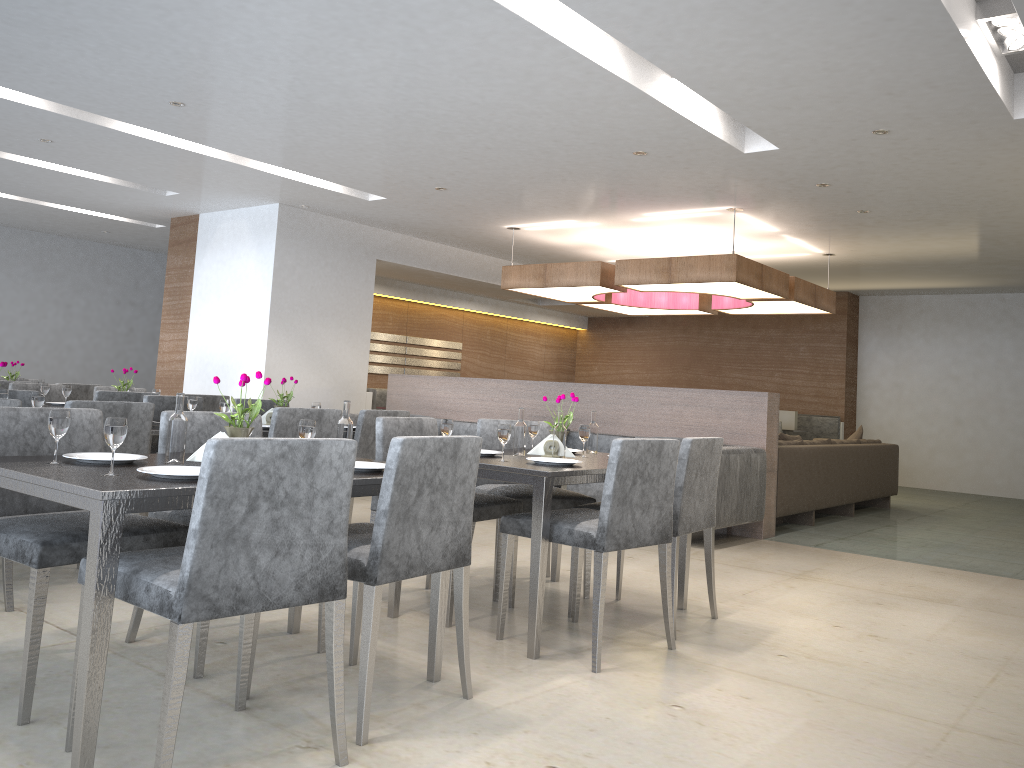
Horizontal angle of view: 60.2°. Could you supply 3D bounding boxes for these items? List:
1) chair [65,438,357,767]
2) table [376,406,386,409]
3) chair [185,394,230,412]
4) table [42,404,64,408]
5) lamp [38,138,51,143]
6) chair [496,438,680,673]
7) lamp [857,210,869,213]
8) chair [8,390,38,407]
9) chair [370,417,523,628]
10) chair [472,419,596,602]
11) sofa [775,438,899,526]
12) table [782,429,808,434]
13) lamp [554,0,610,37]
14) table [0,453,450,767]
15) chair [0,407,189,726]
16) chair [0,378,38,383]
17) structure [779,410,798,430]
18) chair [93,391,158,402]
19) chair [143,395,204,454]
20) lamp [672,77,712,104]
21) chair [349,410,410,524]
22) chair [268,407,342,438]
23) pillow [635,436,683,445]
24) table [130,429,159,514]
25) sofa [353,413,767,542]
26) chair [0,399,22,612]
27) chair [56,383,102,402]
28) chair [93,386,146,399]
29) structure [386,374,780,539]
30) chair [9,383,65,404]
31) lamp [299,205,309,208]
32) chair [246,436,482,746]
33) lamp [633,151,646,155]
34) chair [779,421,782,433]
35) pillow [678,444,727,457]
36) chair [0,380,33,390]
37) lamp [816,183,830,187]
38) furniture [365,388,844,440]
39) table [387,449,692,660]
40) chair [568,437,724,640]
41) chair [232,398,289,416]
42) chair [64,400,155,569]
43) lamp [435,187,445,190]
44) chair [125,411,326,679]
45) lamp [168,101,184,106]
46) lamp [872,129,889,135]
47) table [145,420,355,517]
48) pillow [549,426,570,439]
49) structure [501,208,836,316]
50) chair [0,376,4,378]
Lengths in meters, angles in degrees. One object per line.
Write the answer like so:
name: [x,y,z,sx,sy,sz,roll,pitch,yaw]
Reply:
chair: [-0.690,0.494,2.097,0.492,0.767,0.474,0,-5,43]
table: [-1.222,0.597,9.860,0.506,0.659,0.503,1,-4,38]
chair: [-2.219,0.441,5.886,0.492,0.767,0.474,1,-5,33]
table: [-2.627,0.478,5.867,0.777,0.638,1.183,2,-2,38]
lamp: [-3.370,-1.755,6.373,0.089,0.007,0.088,4,-1,-7]
chair: [0.293,0.566,3.244,0.492,0.767,0.474,0,-5,43]
lamp: [2.792,-1.370,7.023,0.089,0.007,0.088,4,-1,-7]
chair: [-2.333,0.414,4.068,0.492,0.767,0.474,0,-5,43]
chair: [-0.289,0.535,3.678,0.492,0.767,0.474,1,-5,33]
chair: [0.070,0.562,4.121,0.476,0.767,0.490,5,-4,-22]
sofa: [1.389,0.736,8.676,3.768,0.679,3.163,3,-1,38]
table: [3.374,0.893,11.115,0.506,0.659,0.503,1,-4,38]
lamp: [0.416,-1.752,4.096,0.226,0.102,0.485,2,-1,38]
table: [-0.819,0.553,2.526,0.777,0.638,1.183,2,-2,38]
chair: [-1.264,0.463,2.538,0.492,0.767,0.474,1,-5,33]
chair: [-4.074,0.343,7.357,0.492,0.767,0.474,0,-5,43]
structure: [2.550,0.405,11.744,2.490,0.233,0.094,3,-4,38]
chair: [-2.498,0.419,5.438,0.492,0.767,0.474,0,-5,43]
chair: [-1.741,0.459,4.833,0.492,0.767,0.474,1,-5,33]
lamp: [1.118,-1.700,4.988,0.226,0.102,0.485,2,-1,38]
chair: [-0.888,0.511,4.839,0.492,0.767,0.474,1,-5,33]
chair: [-1.167,0.489,4.392,0.492,0.767,0.474,0,-5,43]
pillow: [1.125,0.537,6.285,0.638,0.322,0.180,2,-4,38]
table: [-2.230,0.479,3.635,0.777,0.638,1.183,2,-2,38]
sofa: [0.006,0.657,6.928,3.800,0.632,0.831,3,-2,38]
chair: [-2.101,0.419,3.206,0.492,0.767,0.474,0,-5,43]
chair: [-3.564,0.370,6.943,0.492,0.767,0.474,1,-5,33]
chair: [-2.730,0.414,6.300,0.492,0.767,0.474,0,-5,43]
structure: [0.335,0.488,7.356,3.775,1.014,0.222,3,-4,38]
chair: [-3.072,0.388,5.879,0.492,0.767,0.474,1,-5,33]
lamp: [-1.932,-1.647,8.199,0.089,0.007,0.088,4,-1,-7]
chair: [-0.411,0.516,2.544,0.492,0.767,0.474,1,-5,33]
lamp: [0.831,-1.504,5.763,0.089,0.007,0.088,4,-1,-7]
chair: [3.189,0.826,10.871,0.477,0.767,0.489,1,-5,35]
pillow: [1.247,0.540,5.891,0.151,0.326,0.571,0,-3,38]
chair: [-3.842,0.348,6.495,0.492,0.767,0.474,0,-5,43]
lamp: [2.210,-1.414,6.284,0.089,0.007,0.088,4,-1,-7]
furniture: [0.902,0.635,10.608,4.259,0.858,5.619,3,-1,38]
table: [0.164,0.626,3.673,0.777,0.638,1.183,2,-2,38]
chair: [0.572,0.588,3.691,0.492,0.767,0.474,1,-5,33]
chair: [-1.399,0.484,5.254,0.492,0.767,0.474,0,-5,43]
chair: [-1.822,0.441,3.653,0.492,0.767,0.474,1,-5,33]
lamp: [-0.581,-1.576,7.136,0.089,0.007,0.088,4,-1,-7]
chair: [-0.922,0.489,2.958,0.492,0.767,0.474,0,-5,43]
lamp: [-2.018,-1.683,5.311,0.089,0.007,0.088,4,-1,-7]
lamp: [2.098,-1.434,5.030,0.089,0.007,0.088,4,-1,-7]
table: [-1.296,0.549,4.821,0.777,0.638,1.183,2,-2,38]
pillow: [0.150,0.486,7.052,0.638,0.322,0.180,2,-4,38]
structure: [1.614,-1.128,8.834,2.443,0.622,2.434,3,-1,38]
chair: [-4.963,0.296,8.043,0.492,0.767,0.474,1,-5,33]
